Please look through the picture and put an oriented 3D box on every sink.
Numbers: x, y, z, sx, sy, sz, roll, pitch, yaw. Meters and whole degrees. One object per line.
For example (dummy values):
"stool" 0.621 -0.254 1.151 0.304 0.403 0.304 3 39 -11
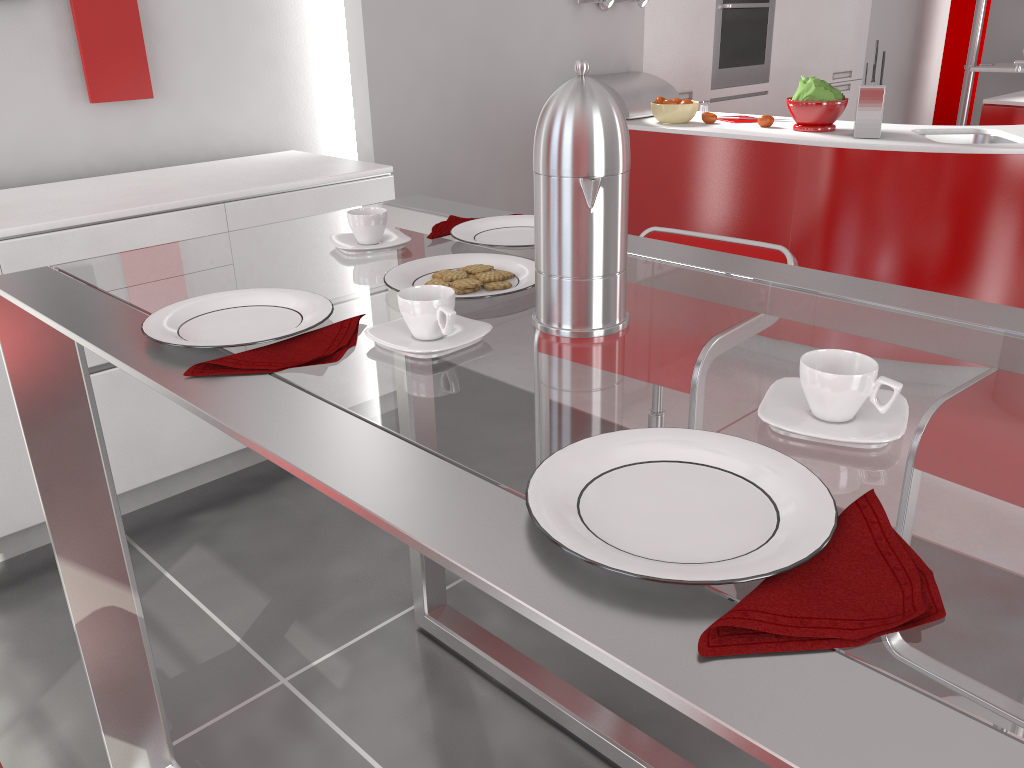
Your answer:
"sink" 1.661 -0.805 3.263 0.326 0.172 0.428 1 23 7

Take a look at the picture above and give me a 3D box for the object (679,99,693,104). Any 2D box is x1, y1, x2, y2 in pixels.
"object" 0.737 -1.182 3.761 0.062 0.049 0.066 -17 27 -33

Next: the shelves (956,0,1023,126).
"shelves" 3.729 -2.325 5.400 0.535 2.599 1.735 -22 30 -40

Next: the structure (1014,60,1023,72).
"structure" 1.881 -1.275 2.906 0.308 0.920 0.178 -2 23 0

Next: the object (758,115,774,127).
"object" 1.025 -1.062 3.580 0.064 0.048 0.063 8 25 22

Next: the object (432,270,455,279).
"object" -0.088 -0.149 1.207 0.036 0.006 0.034 11 26 27

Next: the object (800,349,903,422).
"object" 0.279 0.007 0.749 0.062 0.049 0.078 -10 24 -19

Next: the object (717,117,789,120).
"object" 1.033 -1.140 3.804 0.375 0.008 0.041 8 24 21

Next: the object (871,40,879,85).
"object" 1.311 -1.078 3.228 0.014 0.322 0.150 5 24 16

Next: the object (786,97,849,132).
"object" 1.181 -1.049 3.449 0.229 0.118 0.228 5 24 16

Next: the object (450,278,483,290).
"object" -0.059 -0.130 1.145 0.036 0.006 0.034 -15 26 -29

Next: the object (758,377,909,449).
"object" 0.277 0.026 0.765 0.119 0.016 0.119 9 25 24

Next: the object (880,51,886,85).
"object" 1.335 -1.057 3.218 0.012 0.279 0.130 5 24 16

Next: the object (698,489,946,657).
"object" 0.213 0.123 0.541 0.095 0.012 0.234 20 31 41

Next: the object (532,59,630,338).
"object" 0.066 -0.210 0.986 0.113 0.287 0.149 -17 27 -33

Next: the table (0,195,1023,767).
"table" 0.134 0.417 1.152 0.800 1.000 1.700 -22 30 -40

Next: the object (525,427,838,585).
"object" 0.118 0.084 0.634 0.217 0.015 0.217 -9 24 -18

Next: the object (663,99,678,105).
"object" 0.673 -1.183 3.768 0.065 0.052 0.062 11 26 28

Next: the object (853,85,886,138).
"object" 1.303 -0.998 3.234 0.091 0.178 0.137 6 24 18

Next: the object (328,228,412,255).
"object" -0.223 -0.222 1.387 0.119 0.016 0.119 -11 25 -22

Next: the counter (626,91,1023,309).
"counter" 1.741 -0.712 3.900 2.865 0.880 1.868 -5 23 -9

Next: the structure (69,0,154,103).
"structure" -1.485 -1.518 2.370 0.820 1.503 0.040 -22 30 -40

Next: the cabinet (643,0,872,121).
"cabinet" 1.289 -1.928 5.346 2.398 2.026 0.614 -22 30 -40

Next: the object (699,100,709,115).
"object" 0.871 -1.251 4.016 0.042 0.066 0.043 -14 26 -28

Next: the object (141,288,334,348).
"object" -0.318 -0.075 1.040 0.217 0.015 0.217 7 24 20

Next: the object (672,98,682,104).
"object" 0.707 -1.204 3.816 0.066 0.049 0.062 18 30 39

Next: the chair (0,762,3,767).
"chair" -0.752 0.609 0.934 0.460 0.857 0.418 -20 29 -38

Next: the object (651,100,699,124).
"object" 0.693 -1.157 3.784 0.201 0.086 0.201 -21 30 -39

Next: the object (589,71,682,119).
"object" 0.552 -1.340 4.100 0.400 0.170 0.300 -22 30 -40

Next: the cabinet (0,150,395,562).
"cabinet" -1.234 -0.126 2.687 1.802 0.880 0.610 -22 30 -40

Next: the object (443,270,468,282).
"object" -0.076 -0.144 1.179 0.034 0.006 0.036 -4 23 -6

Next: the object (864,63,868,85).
"object" 1.283 -1.065 3.234 0.009 0.197 0.091 5 24 16

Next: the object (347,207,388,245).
"object" -0.229 -0.246 1.383 0.062 0.049 0.078 -22 30 -40

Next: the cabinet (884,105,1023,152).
"cabinet" 1.581 -0.824 4.094 1.875 0.761 1.025 -1 23 1

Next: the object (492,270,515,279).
"object" -0.018 -0.148 1.200 0.034 0.006 0.036 -22 30 -40

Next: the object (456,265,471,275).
"object" -0.055 -0.157 1.224 0.034 0.006 0.036 -22 30 -40

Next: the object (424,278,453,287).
"object" -0.094 -0.133 1.169 0.036 0.006 0.034 9 25 23

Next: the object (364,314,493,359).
"object" -0.092 -0.054 0.979 0.119 0.016 0.119 19 30 39

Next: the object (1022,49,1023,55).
"object" 3.409 -2.162 5.729 0.192 0.214 0.192 12 26 30

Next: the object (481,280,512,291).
"object" -0.021 -0.130 1.158 0.036 0.006 0.034 -11 24 -21

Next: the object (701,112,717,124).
"object" 0.831 -1.120 3.737 0.063 0.047 0.065 -22 30 -40

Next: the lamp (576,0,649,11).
"lamp" 0.472 -1.725 3.993 0.454 0.081 0.155 -22 30 -40

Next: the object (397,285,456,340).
"object" -0.092 -0.073 0.962 0.062 0.049 0.078 -3 23 -4

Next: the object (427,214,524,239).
"object" -0.082 -0.275 1.508 0.234 0.012 0.095 -22 30 -40

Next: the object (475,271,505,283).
"object" -0.029 -0.142 1.171 0.034 0.006 0.036 -10 24 -19

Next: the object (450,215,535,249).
"object" 0.010 -0.239 1.412 0.217 0.015 0.217 -4 23 -7

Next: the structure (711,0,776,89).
"structure" 1.291 -1.948 4.866 0.599 0.589 0.050 -22 30 -40

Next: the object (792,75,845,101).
"object" 1.187 -1.096 3.422 0.193 0.182 0.198 -18 28 -35

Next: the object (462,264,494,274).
"object" -0.046 -0.157 1.207 0.034 0.006 0.036 13 27 31

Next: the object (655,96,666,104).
"object" 0.645 -1.207 3.816 0.055 0.058 0.066 12 26 29

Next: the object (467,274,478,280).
"object" -0.050 -0.140 1.183 0.034 0.006 0.036 -12 25 -24

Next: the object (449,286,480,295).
"object" -0.063 -0.124 1.146 0.036 0.006 0.034 -19 29 -36

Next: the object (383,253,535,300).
"object" -0.061 -0.140 1.179 0.217 0.015 0.217 -4 23 -6

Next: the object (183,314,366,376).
"object" -0.223 -0.036 0.946 0.095 0.012 0.234 20 31 41

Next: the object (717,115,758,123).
"object" 0.983 -1.143 3.831 0.168 0.006 0.266 -8 24 -16

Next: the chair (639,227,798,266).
"chair" 0.342 0.117 2.041 0.418 0.857 0.460 17 29 38
